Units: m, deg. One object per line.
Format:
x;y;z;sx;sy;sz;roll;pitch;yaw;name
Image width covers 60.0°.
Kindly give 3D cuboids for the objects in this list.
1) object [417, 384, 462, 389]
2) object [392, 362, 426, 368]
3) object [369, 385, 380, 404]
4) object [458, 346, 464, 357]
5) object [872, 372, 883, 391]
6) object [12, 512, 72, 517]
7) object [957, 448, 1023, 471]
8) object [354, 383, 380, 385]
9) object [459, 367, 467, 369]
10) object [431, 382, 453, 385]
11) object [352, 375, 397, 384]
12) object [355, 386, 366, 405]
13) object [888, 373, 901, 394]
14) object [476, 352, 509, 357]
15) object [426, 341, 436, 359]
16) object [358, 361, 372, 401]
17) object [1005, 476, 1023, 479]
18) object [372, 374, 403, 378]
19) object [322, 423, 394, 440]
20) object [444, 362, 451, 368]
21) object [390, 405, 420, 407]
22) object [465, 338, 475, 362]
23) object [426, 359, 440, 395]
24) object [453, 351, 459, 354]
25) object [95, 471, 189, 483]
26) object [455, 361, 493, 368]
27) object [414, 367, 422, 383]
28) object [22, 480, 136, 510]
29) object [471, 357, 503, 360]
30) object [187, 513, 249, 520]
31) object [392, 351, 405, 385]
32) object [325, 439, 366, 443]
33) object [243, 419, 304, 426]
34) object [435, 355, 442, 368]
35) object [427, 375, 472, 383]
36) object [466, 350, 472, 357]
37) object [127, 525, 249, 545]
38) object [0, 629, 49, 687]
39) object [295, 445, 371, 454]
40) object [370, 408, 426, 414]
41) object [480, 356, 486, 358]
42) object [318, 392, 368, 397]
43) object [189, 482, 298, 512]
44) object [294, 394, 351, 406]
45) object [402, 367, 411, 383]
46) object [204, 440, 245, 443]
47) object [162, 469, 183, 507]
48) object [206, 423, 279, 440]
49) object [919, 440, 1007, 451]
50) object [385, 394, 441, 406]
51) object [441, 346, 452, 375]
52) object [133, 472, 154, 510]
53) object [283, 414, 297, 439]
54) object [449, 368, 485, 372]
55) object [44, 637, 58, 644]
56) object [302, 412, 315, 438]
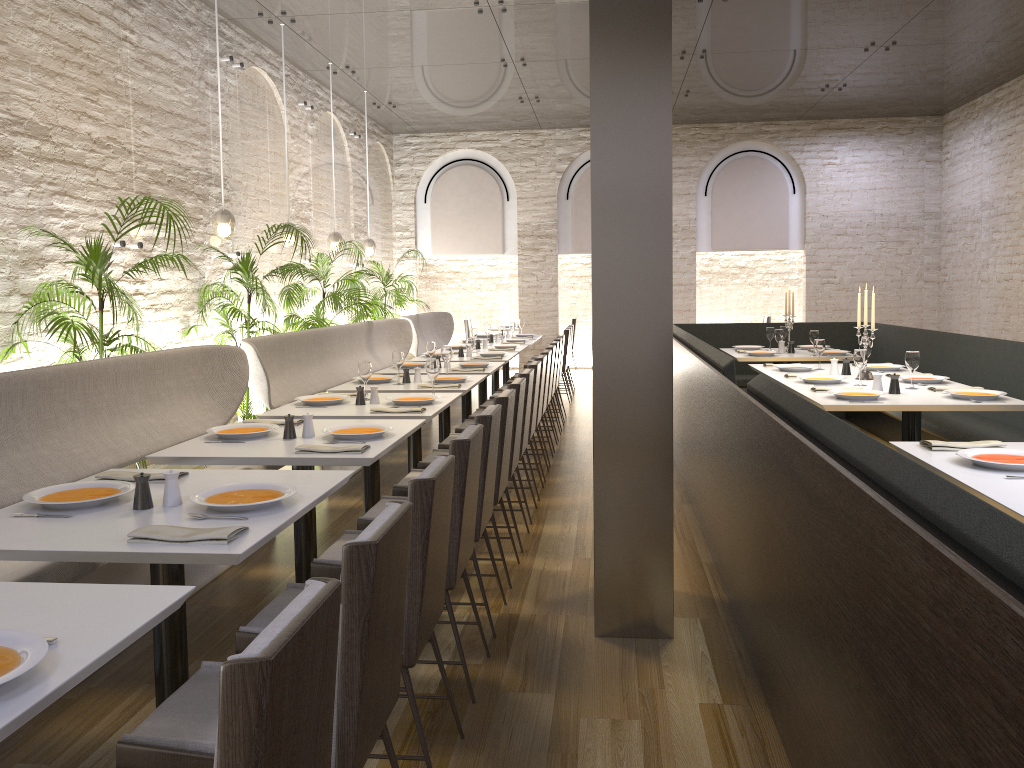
-0.481;0.015;5.890;0.273;0.033;0.143;0;6;6;object
-0.850;-0.156;7.459;0.322;0.036;0.322;-3;6;-16;object
-0.791;0.059;5.094;0.059;0.109;0.059;0;4;15;object
-0.489;-0.315;8.524;0.059;0.109;0.059;-1;4;-2;object
2.169;-0.006;5.256;0.069;0.126;0.069;2;5;29;object
-1.381;0.385;2.606;0.185;0.010;0.017;0;6;6;object
1.750;0.271;3.132;0.321;0.036;0.323;2;7;26;object
-0.999;0.000;6.125;0.185;0.010;0.017;0;6;6;object
-0.341;-0.130;7.218;0.181;0.015;0.038;0;6;8;object
-0.466;-0.004;6.066;0.181;0.015;0.038;0;6;8;object
-0.975;-0.030;6.307;0.322;0.036;0.322;-2;6;-11;object
-0.866;0.064;5.056;0.059;0.109;0.059;0;4;15;object
2.244;-0.001;5.198;0.069;0.126;0.069;2;5;38;object
-0.190;-0.284;8.560;0.322;0.036;0.322;-3;6;-16;object
-0.661;-0.234;7.237;0.086;0.230;0.086;-4;5;-42;object
-0.873;-0.020;5.278;0.086;0.230;0.086;-4;5;-42;object
1.718;0.307;2.906;0.185;0.010;0.017;0;6;6;object
-0.921;-0.060;6.644;0.273;0.033;0.143;0;6;6;object
-0.688;0.218;3.968;0.322;0.036;0.322;-3;6;-16;object
-0.541;-0.193;7.400;0.059;0.109;0.059;-1;4;-2;object
-0.591;0.122;4.911;0.181;0.015;0.038;0;6;8;object
-0.359;-0.284;7.659;0.086;0.230;0.086;-4;5;-42;object
-0.476;-0.032;5.339;0.086;0.230;0.086;-4;5;-42;object
-0.670;-0.313;8.958;0.273;0.033;0.143;0;6;6;object
-1.302;0.325;3.125;0.273;0.033;0.143;0;6;6;object
-0.316;-0.157;7.398;0.322;0.036;0.322;-3;6;-16;object
-0.666;-0.067;6.248;0.059;0.109;0.059;-1;4;-2;object
-1.357;0.355;2.787;0.322;0.036;0.322;-3;6;-16;object
-0.230;-0.238;8.204;0.273;0.033;0.143;0;6;6;object
-0.847;0.381;2.546;0.181;0.015;0.038;0;6;8;object
-0.783;-0.111;6.110;0.086;0.230;0.086;-4;5;-36;object
-0.713;0.245;3.787;0.181;0.015;0.038;0;6;8;object
-1.168;0.189;4.366;0.273;0.033;0.143;0;6;6;object
-0.615;-0.188;7.362;0.059;0.109;0.059;-1;4;-2;object
-0.441;-0.031;6.247;0.322;0.036;0.322;-2;6;-11;object
-0.415;-0.320;8.562;0.059;0.109;0.059;-1;4;-2;object
-0.863;0.399;2.371;0.273;0.033;0.143;0;6;6;object
-0.957;0.489;1.486;0.322;0.036;0.322;-3;6;-16;object
-0.728;0.264;3.612;0.273;0.033;0.143;0;6;6;object
-0.606;0.141;4.736;0.273;0.033;0.143;0;6;6;object
-0.215;-0.257;8.380;0.181;0.015;0.038;0;6;8;object
-1.046;0.066;5.490;0.273;0.033;0.143;0;6;6;object
-0.823;0.353;2.727;0.322;0.036;0.322;-3;6;-16;object
-1.100;0.096;5.152;0.322;0.036;0.322;5;8;41;object
-0.740;-0.062;6.210;0.059;0.109;0.059;-1;4;-2;object
-1.246;0.249;3.847;0.185;0.010;0.017;0;6;6;object
-1.047;0.317;2.729;0.059;0.109;0.059;-1;4;-2;object
-1.222;0.219;4.028;0.322;0.036;0.322;-3;6;-16;object
1.760;0.236;3.464;0.273;0.033;0.143;0;6;6;object
-0.566;0.095;5.092;0.322;0.036;0.322;5;8;41;object
-0.481;-0.161;6.532;0.086;0.230;0.086;0;4;12;object
-1.122;0.322;2.691;0.059;0.109;0.059;-1;4;-2;object
-0.987;0.187;3.932;0.059;0.109;0.059;-1;4;-2;object
-0.356;-0.111;7.042;0.273;0.033;0.143;0;6;6;object
-0.943;0.480;1.663;0.185;0.010;0.017;0;6;6;object
-0.913;0.182;3.970;0.059;0.109;0.059;-1;4;-2;object
